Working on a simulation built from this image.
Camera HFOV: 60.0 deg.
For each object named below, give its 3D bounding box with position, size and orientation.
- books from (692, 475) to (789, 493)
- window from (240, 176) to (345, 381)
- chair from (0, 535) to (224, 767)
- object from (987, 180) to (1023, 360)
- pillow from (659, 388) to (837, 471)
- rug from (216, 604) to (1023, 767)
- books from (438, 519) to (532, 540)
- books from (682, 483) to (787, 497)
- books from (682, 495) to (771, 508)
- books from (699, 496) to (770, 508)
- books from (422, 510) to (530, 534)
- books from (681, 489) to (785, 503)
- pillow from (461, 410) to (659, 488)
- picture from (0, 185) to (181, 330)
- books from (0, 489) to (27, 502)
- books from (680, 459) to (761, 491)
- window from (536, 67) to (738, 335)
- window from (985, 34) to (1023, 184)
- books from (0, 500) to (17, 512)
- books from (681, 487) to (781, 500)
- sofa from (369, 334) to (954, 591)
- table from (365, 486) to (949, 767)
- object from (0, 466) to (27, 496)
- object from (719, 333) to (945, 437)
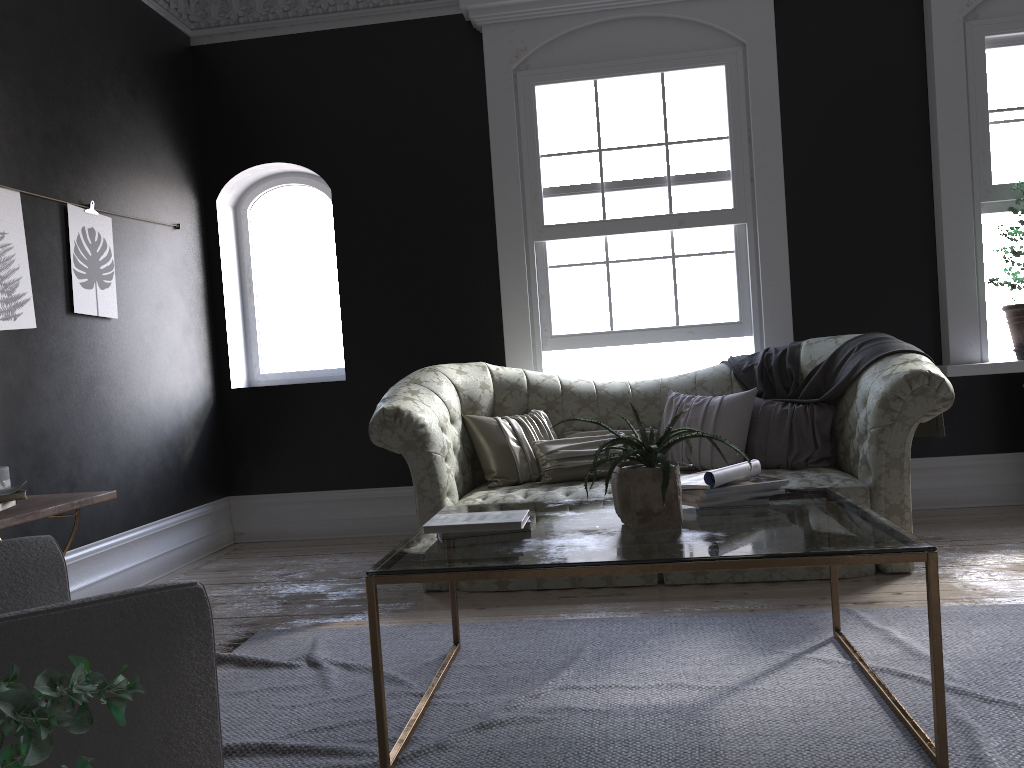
[{"bbox_3d":[0.731,0.335,3.014,0.318,0.011,0.252,-4,1,-16],"label":"books"},{"bbox_3d":[-1.567,-0.771,6.481,0.740,1.457,0.112,-4,2,7],"label":"window"},{"bbox_3d":[-0.958,0.690,1.355,0.769,0.863,0.819,-5,2,-42],"label":"chair"},{"bbox_3d":[3.159,-0.715,5.358,0.505,1.134,0.474,-6,3,-43],"label":"object"},{"bbox_3d":[1.268,0.243,4.850,0.964,0.462,0.404,-4,2,14],"label":"pillow"},{"bbox_3d":[0.458,0.981,2.669,3.645,0.050,2.104,-4,1,8],"label":"rug"},{"bbox_3d":[-0.094,0.455,2.843,0.289,0.030,0.193,-4,1,-9],"label":"books"},{"bbox_3d":[0.723,0.347,3.017,0.318,0.011,0.252,-4,1,-21],"label":"books"},{"bbox_3d":[0.681,0.381,3.023,0.318,0.011,0.252,-4,1,-26],"label":"books"},{"bbox_3d":[0.748,0.394,3.021,0.231,0.023,0.162,-4,1,8],"label":"books"},{"bbox_3d":[-0.107,0.430,2.777,0.307,0.024,0.220,-4,1,7],"label":"books"},{"bbox_3d":[0.724,0.368,3.027,0.318,0.011,0.252,-4,1,-11],"label":"books"},{"bbox_3d":[0.276,0.332,4.950,1.105,0.416,0.528,-4,1,7],"label":"pillow"},{"bbox_3d":[-2.400,-0.604,3.563,0.058,0.771,4.454,-4,1,7],"label":"picture"},{"bbox_3d":[-1.866,0.400,3.078,0.289,0.030,0.193,-5,1,-42],"label":"books"},{"bbox_3d":[0.650,0.328,3.015,0.273,0.109,0.322,-3,1,42],"label":"books"},{"bbox_3d":[0.812,-1.171,5.767,1.263,1.673,0.056,-4,2,7],"label":"window"},{"bbox_3d":[3.536,-1.687,5.420,1.263,1.018,0.056,-4,2,7],"label":"window"},{"bbox_3d":[-1.891,0.431,3.067,0.268,0.029,0.203,-4,1,-13],"label":"books"},{"bbox_3d":[0.707,0.358,3.026,0.318,0.011,0.252,-4,1,-21],"label":"books"},{"bbox_3d":[0.768,0.386,4.965,2.813,1.161,1.605,-4,1,8],"label":"sofa"},{"bbox_3d":[0.411,0.714,2.815,1.449,0.558,1.092,-4,1,7],"label":"table"},{"bbox_3d":[-1.838,0.339,3.088,0.258,0.087,0.328,-5,1,-27],"label":"object"},{"bbox_3d":[1.713,0.031,4.939,0.516,0.585,1.367,-5,1,-34],"label":"object"}]
